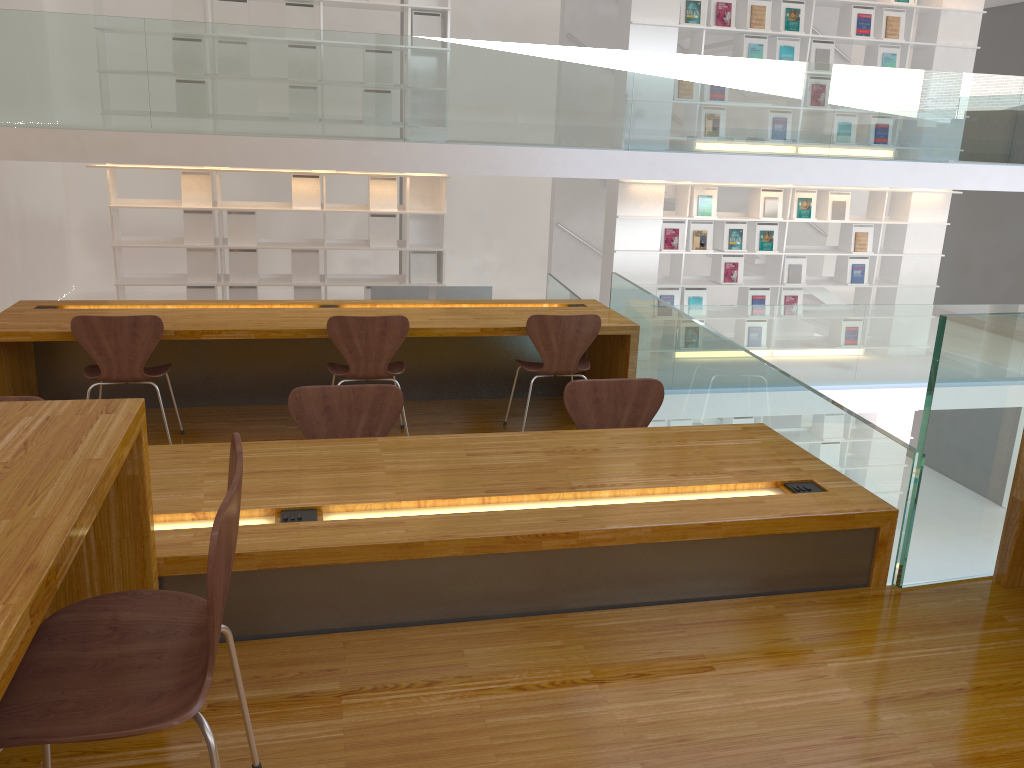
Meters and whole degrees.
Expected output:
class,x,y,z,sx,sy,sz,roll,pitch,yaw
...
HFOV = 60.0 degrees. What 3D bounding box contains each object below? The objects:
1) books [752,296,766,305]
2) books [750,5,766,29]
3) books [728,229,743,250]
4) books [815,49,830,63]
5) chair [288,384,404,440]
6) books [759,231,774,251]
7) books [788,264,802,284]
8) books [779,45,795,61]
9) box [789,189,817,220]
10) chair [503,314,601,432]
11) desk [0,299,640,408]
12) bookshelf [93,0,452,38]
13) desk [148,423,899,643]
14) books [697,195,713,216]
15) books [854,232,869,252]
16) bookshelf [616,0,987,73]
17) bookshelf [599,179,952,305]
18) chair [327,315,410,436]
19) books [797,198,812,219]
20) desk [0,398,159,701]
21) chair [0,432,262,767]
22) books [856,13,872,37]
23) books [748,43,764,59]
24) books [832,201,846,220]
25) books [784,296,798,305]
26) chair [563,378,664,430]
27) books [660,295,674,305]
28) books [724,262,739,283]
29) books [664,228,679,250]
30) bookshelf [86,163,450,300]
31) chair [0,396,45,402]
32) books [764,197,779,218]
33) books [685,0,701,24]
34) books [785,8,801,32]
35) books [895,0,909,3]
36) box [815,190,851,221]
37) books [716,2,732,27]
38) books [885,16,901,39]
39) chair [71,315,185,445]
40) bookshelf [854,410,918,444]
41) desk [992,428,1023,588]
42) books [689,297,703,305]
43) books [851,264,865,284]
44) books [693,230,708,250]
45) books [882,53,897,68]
class,x,y,z,sx,sy,sz,roll,pitch,yaw
books,2.521,-0.799,9.074,0.145,0.210,0.037,-1,16,-13
books,2.291,-3.412,8.259,0.145,0.210,0.037,-1,16,-13
books,2.224,-1.435,8.819,0.145,0.210,0.037,-1,16,-13
books,2.980,-3.104,8.512,0.145,0.210,0.037,-1,16,-13
chair,-0.543,0.386,2.971,0.428,0.693,0.381,-1,16,-13
books,2.553,-1.431,8.895,0.145,0.210,0.037,-1,16,-13
books,2.894,-1.116,9.069,0.145,0.210,0.037,-1,16,-13
books,2.610,-3.103,8.426,0.145,0.210,0.037,-1,16,-13
box,2.920,-1.822,8.984,0.245,0.296,0.274,-1,16,-13
chair,0.213,-0.062,4.679,0.428,0.693,0.381,-1,16,-13
desk,-1.010,-0.006,5.054,3.236,0.918,1.285,-1,16,-13
bookshelf,-2.010,-3.037,7.435,2.984,1.836,0.498,-1,16,-13
desk,-0.591,0.569,2.491,3.185,0.606,0.760,-1,16,-13
books,1.880,-1.732,8.645,0.145,0.210,0.037,-1,16,-13
books,3.600,-1.457,9.143,0.145,0.210,0.037,-1,16,-13
bookshelf,2.824,-3.154,8.571,3.666,1.836,0.498,-1,16,-13
bookshelf,2.730,-1.185,9.174,3.666,1.836,0.397,-1,16,-13
chair,-0.733,-0.039,4.458,0.428,0.693,0.381,-1,16,-13
books,2.934,-1.758,8.892,0.145,0.210,0.037,-1,16,-13
desk,-0.794,0.762,0.368,0.760,0.606,3.185,-1,16,-13
chair,-0.592,0.458,1.341,0.381,0.693,0.428,-1,16,-13
books,3.378,-3.441,8.513,0.145,0.210,0.037,-1,16,-13
books,2.294,-3.092,8.350,0.145,0.210,0.037,-1,16,-13
books,3.311,-1.747,8.986,0.145,0.210,0.037,-1,16,-13
books,2.879,-0.807,9.158,0.145,0.210,0.037,-1,16,-13
chair,0.402,0.363,3.193,0.428,0.693,0.381,-1,16,-13
books,1.544,-0.778,8.841,0.145,0.210,0.037,-1,16,-13
books,2.201,-1.114,8.905,0.145,0.210,0.037,-1,16,-13
books,1.559,-1.412,8.664,0.145,0.210,0.037,-1,16,-13
bookshelf,-2.092,-1.054,7.991,2.984,1.836,0.498,-1,16,-13
chair,-1.624,0.422,2.680,0.428,0.693,0.381,-1,16,-13
books,2.573,-1.749,8.807,0.145,0.210,0.037,-1,16,-13
books,1.656,-3.395,8.113,0.145,0.210,0.037,-1,16,-13
books,2.638,-3.420,8.338,0.145,0.210,0.037,-1,16,-13
books,3.749,-3.764,8.506,0.145,0.210,0.037,-1,16,-13
box,-0.120,-0.071,8.753,7.125,3.764,0.498,-1,16,-13
books,1.954,-3.405,8.180,0.145,0.210,0.037,-1,16,-13
books,3.686,-3.446,8.586,0.145,0.210,0.037,-1,16,-13
chair,-1.831,-0.023,4.238,0.428,0.693,0.381,-1,16,-13
bookshelf,2.660,0.788,9.677,3.666,1.836,0.498,-1,16,-13
desk,2.486,0.593,1.148,1.527,0.785,3.243,-1,16,-13
books,1.843,-0.773,8.915,0.145,0.210,0.037,-1,16,-13
books,3.604,-1.141,9.232,0.145,0.210,0.037,-1,16,-13
books,1.854,-1.407,8.746,0.145,0.210,0.037,-1,16,-13
books,3.688,-3.126,8.676,0.145,0.210,0.037,-1,16,-13
